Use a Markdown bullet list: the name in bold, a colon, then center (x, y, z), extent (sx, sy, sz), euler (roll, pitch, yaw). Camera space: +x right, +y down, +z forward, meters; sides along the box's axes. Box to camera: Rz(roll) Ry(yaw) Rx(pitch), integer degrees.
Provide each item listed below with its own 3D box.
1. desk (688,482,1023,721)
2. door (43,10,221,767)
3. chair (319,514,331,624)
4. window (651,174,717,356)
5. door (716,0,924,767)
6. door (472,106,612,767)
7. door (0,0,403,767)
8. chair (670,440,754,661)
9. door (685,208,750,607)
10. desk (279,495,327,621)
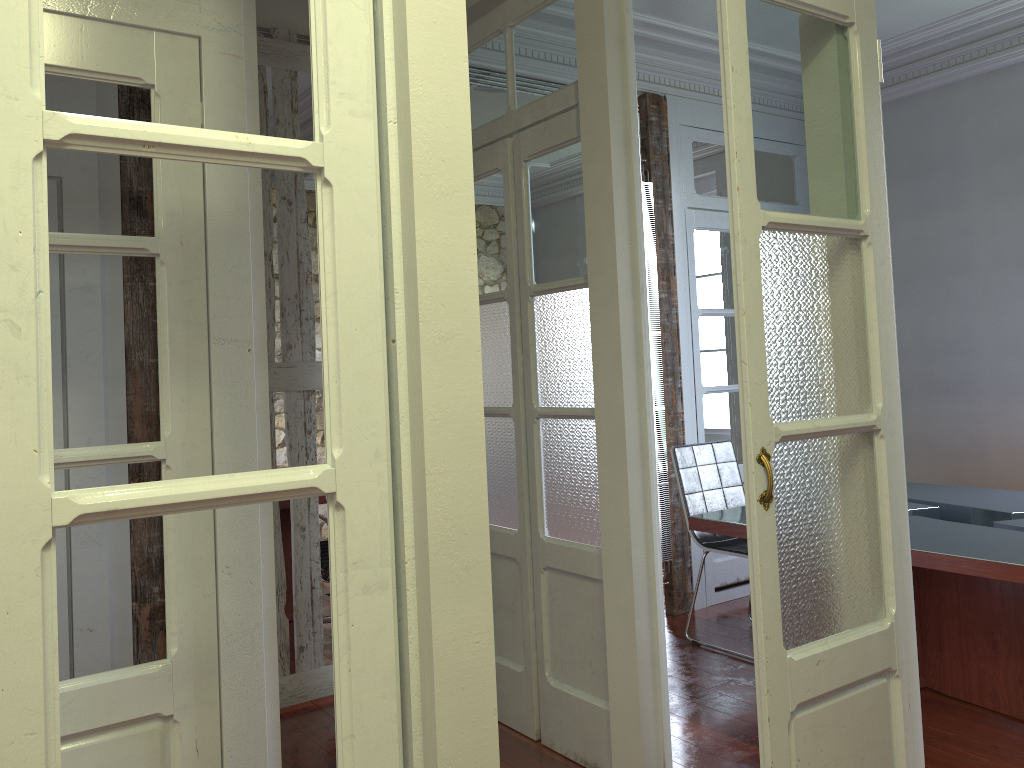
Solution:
- **desk**: center (1.853, 0.849, 3.504), extent (1.446, 0.655, 1.709), euler (-3, 0, -35)
- **door**: center (-1.082, 0.295, 1.641), extent (1.077, 2.091, 0.040), euler (-1, -3, -35)
- **chair**: center (-0.701, 0.776, 4.449), extent (0.666, 1.025, 0.697), euler (-1, -2, -40)
- **window**: center (1.140, -0.504, 6.816), extent (0.127, 1.989, 1.524), euler (-1, -2, -35)
- **door**: center (1.077, 0.147, 1.644), extent (1.185, 2.187, 0.482), euler (-4, -3, 29)
- **door**: center (0.060, 0.174, 3.184), extent (0.041, 2.185, 1.055), euler (-1, -3, -35)
- **door**: center (-0.585, 0.280, 0.949), extent (1.077, 2.091, 0.040), euler (-1, -3, -35)
- **chair**: center (1.122, 0.748, 4.157), extent (0.475, 0.921, 0.600), euler (-1, -2, -35)
- **door**: center (1.435, 0.087, 5.152), extent (1.161, 2.187, 0.040), euler (-1, -3, -35)
- **desk**: center (-1.394, 0.944, 4.940), extent (2.509, 0.729, 1.298), euler (-3, 0, -35)
